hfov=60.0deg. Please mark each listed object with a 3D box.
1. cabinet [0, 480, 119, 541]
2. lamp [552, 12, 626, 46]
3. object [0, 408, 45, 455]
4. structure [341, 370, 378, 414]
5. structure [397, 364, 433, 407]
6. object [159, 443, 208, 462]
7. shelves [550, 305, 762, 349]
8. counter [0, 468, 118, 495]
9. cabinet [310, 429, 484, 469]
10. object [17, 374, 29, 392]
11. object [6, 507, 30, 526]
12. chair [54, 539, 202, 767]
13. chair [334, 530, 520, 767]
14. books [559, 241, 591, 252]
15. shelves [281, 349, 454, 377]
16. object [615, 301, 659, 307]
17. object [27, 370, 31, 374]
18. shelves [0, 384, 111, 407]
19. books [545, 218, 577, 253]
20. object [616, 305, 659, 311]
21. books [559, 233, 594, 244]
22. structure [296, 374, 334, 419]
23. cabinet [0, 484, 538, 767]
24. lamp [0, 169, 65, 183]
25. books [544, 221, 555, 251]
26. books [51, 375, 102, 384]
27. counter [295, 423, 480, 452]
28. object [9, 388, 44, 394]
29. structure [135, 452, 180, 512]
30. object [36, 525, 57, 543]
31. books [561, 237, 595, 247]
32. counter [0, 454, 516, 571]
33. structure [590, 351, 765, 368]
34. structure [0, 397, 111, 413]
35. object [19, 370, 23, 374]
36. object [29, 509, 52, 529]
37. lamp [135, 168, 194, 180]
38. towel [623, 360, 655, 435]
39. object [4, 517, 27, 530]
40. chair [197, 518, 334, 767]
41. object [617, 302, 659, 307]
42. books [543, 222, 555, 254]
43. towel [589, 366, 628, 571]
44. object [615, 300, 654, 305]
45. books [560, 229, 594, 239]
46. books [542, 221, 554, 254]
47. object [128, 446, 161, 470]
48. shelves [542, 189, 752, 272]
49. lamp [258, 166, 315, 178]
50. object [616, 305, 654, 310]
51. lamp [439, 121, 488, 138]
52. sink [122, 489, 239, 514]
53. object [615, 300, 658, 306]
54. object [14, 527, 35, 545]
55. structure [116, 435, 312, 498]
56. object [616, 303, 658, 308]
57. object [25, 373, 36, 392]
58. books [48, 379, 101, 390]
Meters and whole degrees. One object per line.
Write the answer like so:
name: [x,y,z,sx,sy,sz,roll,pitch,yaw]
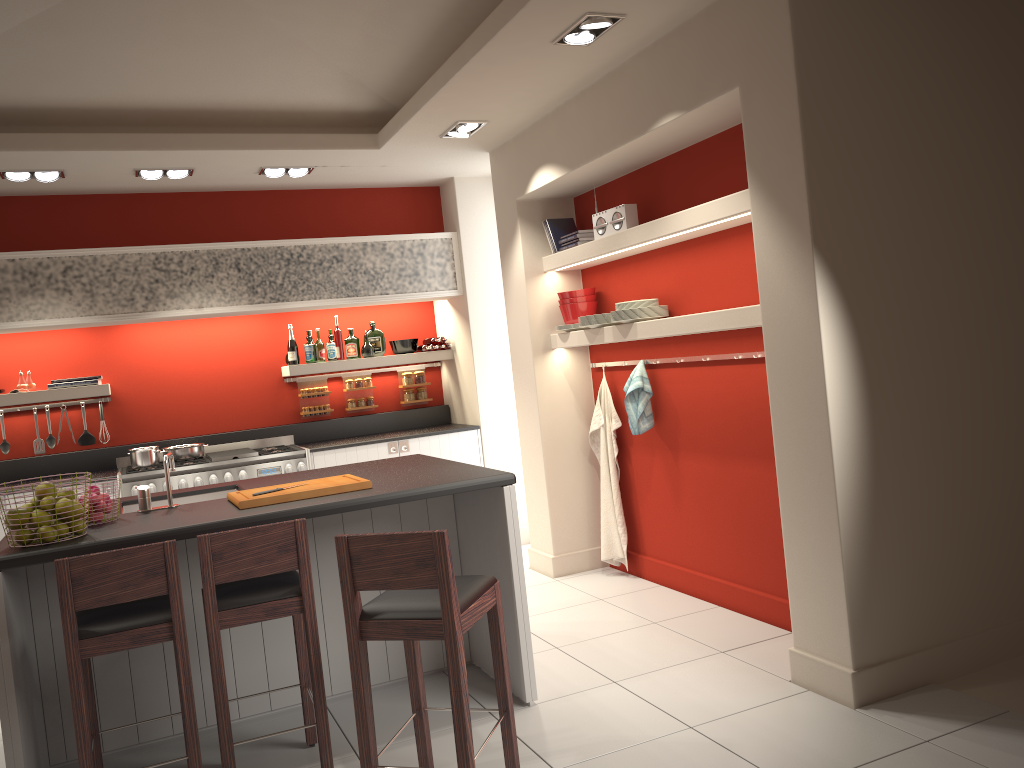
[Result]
cabinet: [-3.394,1.223,6.109,1.361,0.993,0.687,-7,2,-23]
lamp: [0.347,-1.649,4.089,0.199,0.085,0.361,-7,2,-23]
object: [-3.604,0.356,6.506,0.287,0.351,0.022,-7,2,-22]
structure: [-1.279,0.063,7.461,0.256,0.347,0.130,-7,2,-23]
structure: [-0.840,0.011,7.651,0.256,0.347,0.130,-7,2,-23]
object: [-2.476,0.518,6.692,0.309,0.104,0.309,-6,2,4]
shelves: [0.940,-0.327,5.082,0.437,0.100,2.394,-7,2,-23]
counter: [-3.444,0.715,6.096,1.360,0.026,0.699,-7,2,-23]
cabinet: [-0.960,0.931,7.160,1.361,0.993,0.687,-7,2,-23]
object: [-3.514,-0.008,6.361,0.076,0.131,0.076,-5,2,19]
object: [-1.823,0.491,3.276,0.077,0.068,0.076,-7,2,-30]
chair: [-1.395,1.074,3.268,0.383,1.008,0.474,-7,2,-23]
chair: [-0.271,0.962,3.053,0.383,1.008,0.474,-6,2,17]
books: [0.458,-0.898,5.769,0.207,0.030,0.258,-7,2,-23]
shelves: [-1.193,-0.176,7.404,1.379,0.083,0.376,-7,2,-23]
object: [0.738,-0.466,5.233,0.255,0.015,0.255,-8,3,-42]
object: [-3.514,-0.086,6.450,0.026,0.032,0.023,-7,2,-41]
shelves: [-3.632,0.117,6.351,1.379,0.083,0.376,-7,2,-23]
books: [0.353,-1.002,5.986,0.207,0.246,0.136,-7,2,-23]
object: [0.740,-0.442,5.234,0.255,0.015,0.255,-8,3,-42]
books: [0.453,-0.947,5.768,0.207,0.030,0.258,-7,2,-23]
structure: [-1.623,0.105,7.313,0.256,0.347,0.130,-7,2,-23]
cabinet: [-1.142,1.063,4.153,2.035,1.011,1.423,-7,2,-23]
lamp: [-3.027,-1.337,5.592,0.361,0.109,0.199,-7,2,-23]
books: [0.349,-1.003,6.014,0.209,0.243,0.126,-7,2,-23]
books: [-3.200,-0.032,6.529,0.332,0.026,0.207,-7,2,-23]
counter: [-1.015,0.424,7.145,1.360,0.026,0.699,-7,2,-23]
object: [-3.504,0.046,6.407,0.160,0.027,0.183,-6,2,5]
structure: [-1.606,0.447,4.003,0.183,0.249,0.224,-7,2,-23]
object: [-1.720,0.555,3.281,0.068,0.068,0.068,-6,2,-12]
books: [0.467,-0.923,5.761,0.207,0.019,0.258,-7,2,-23]
counter: [-1.192,0.533,4.141,2.054,0.050,1.415,-7,2,-23]
structure: [0.991,-0.142,5.112,0.063,0.034,2.223,-7,2,-23]
structure: [-3.680,0.190,6.504,1.355,0.034,0.054,-7,2,-23]
object: [-3.523,-0.083,6.359,0.024,0.031,0.023,-5,2,18]
object: [-1.764,0.505,3.317,0.076,0.077,0.076,-5,2,31]
lamp: [-2.314,-1.424,5.900,0.361,0.104,0.199,-7,2,-23]
towel: [0.783,0.082,5.468,0.179,0.452,0.209,-6,2,17]
object: [-1.862,0.515,3.328,0.076,0.077,0.076,-5,2,31]
chair: [-0.974,1.024,3.450,0.383,1.008,0.474,-7,2,-21]
object: [0.738,-0.461,5.233,0.255,0.015,0.255,-8,3,-42]
books: [0.341,-1.001,6.032,0.208,0.242,0.126,-7,2,-23]
towel: [0.617,0.565,5.939,0.141,1.362,0.341,-7,2,-23]
object: [0.737,-0.475,5.233,0.255,0.015,0.255,-8,3,-42]
books: [0.462,-0.972,5.760,0.207,0.019,0.258,-7,2,-23]
books: [0.336,-1.006,6.063,0.210,0.248,0.136,-7,2,-24]
object: [-2.602,0.526,6.286,0.201,0.148,0.201,-7,2,-31]
shelves: [0.884,-0.854,5.068,0.437,0.100,2.394,-7,2,-23]
lamp: [-1.583,-1.511,6.216,0.361,0.103,0.199,-7,2,-23]
object: [0.740,-0.446,5.234,0.255,0.015,0.255,-8,3,-42]
lamp: [-0.310,-1.627,5.620,0.199,0.090,0.361,-7,2,-23]
sink: [-1.558,0.695,4.246,0.568,0.258,0.516,-7,2,-23]
object: [0.737,-0.471,5.233,0.255,0.015,0.255,-8,3,-42]
object: [-1.808,0.564,3.287,0.068,0.068,0.068,-6,2,-12]
structure: [-2.166,1.020,6.590,1.322,1.085,0.777,-7,2,-23]
object: [0.739,-0.456,5.233,0.255,0.015,0.255,-8,3,-42]
object: [-3.507,-0.011,6.450,0.077,0.134,0.076,-7,2,-40]
books: [-3.203,0.003,6.505,0.331,0.042,0.207,-7,2,-18]
